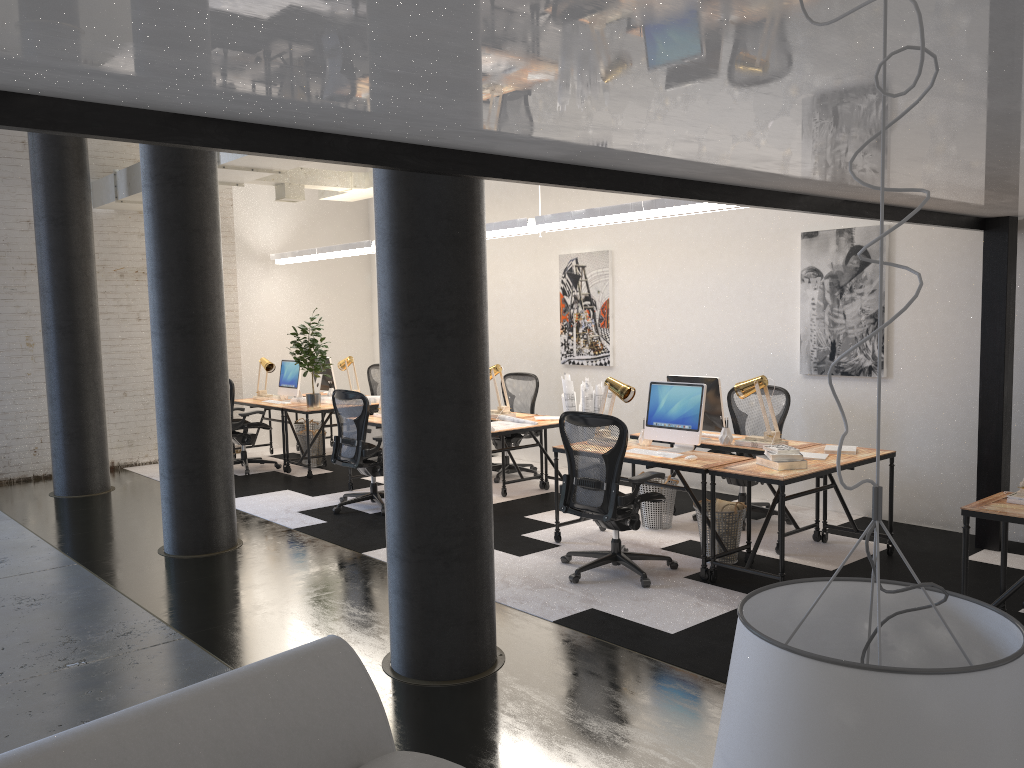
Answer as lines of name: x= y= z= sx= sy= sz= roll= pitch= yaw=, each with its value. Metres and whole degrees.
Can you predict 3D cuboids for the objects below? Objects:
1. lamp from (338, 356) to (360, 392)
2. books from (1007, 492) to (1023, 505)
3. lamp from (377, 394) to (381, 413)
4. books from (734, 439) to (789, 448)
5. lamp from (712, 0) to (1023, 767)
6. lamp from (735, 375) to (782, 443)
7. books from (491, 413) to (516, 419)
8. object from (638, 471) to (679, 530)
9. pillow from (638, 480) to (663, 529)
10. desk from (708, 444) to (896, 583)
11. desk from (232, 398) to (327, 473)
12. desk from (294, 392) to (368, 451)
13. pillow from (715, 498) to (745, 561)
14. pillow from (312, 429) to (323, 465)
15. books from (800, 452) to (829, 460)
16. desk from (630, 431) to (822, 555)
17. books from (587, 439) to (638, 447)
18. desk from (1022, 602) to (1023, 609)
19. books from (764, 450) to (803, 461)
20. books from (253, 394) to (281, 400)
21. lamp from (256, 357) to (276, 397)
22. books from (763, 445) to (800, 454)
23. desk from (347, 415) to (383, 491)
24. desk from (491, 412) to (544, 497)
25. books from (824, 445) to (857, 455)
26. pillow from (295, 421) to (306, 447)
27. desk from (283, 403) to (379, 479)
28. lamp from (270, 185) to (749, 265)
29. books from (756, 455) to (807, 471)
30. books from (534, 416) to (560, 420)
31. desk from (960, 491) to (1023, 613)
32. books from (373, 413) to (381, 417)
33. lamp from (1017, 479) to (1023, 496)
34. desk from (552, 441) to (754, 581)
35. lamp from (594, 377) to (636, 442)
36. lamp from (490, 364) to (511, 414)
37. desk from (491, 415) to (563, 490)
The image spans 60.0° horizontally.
lamp: x=-1.940 y=-0.100 z=10.555 sx=0.126 sy=0.470 sz=0.344 roll=-6 pitch=7 yaw=-40
books: x=2.626 y=0.567 z=4.336 sx=0.225 sy=0.038 sz=0.308 roll=-5 pitch=6 yaw=-41
lamp: x=-1.183 y=0.056 z=8.659 sx=0.127 sy=0.470 sz=0.344 roll=-6 pitch=7 yaw=-40
books: x=1.791 y=0.423 z=6.371 sx=0.225 sy=0.038 sz=0.308 roll=-5 pitch=6 yaw=-41
lamp: x=0.439 y=-0.039 z=1.057 sx=0.436 sy=1.349 sz=0.435 roll=-4 pitch=6 yaw=-27
lamp: x=1.773 y=0.169 z=6.403 sx=0.127 sy=0.470 sz=0.344 roll=-6 pitch=7 yaw=-40
books: x=-0.144 y=0.295 z=8.522 sx=0.225 sy=0.038 sz=0.308 roll=-5 pitch=6 yaw=-41
object: x=1.148 y=0.916 z=7.020 sx=0.353 sy=0.435 sz=0.358 roll=-6 pitch=7 yaw=-44
pillow: x=1.086 y=0.935 z=6.974 sx=0.119 sy=0.407 sz=0.239 roll=-6 pitch=7 yaw=-40
desk: x=1.919 y=0.850 z=5.789 sx=1.400 sy=0.725 sz=0.529 roll=-5 pitch=7 yaw=-41
desk: x=-2.759 y=0.568 z=10.394 sx=0.529 sy=0.725 sz=1.400 roll=-6 pitch=6 yaw=-41
desk: x=-2.115 y=0.509 z=10.941 sx=0.529 sy=0.725 sz=1.400 roll=-6 pitch=6 yaw=-41
pillow: x=1.476 y=0.997 z=6.088 sx=0.119 sy=0.407 sz=0.239 roll=-6 pitch=7 yaw=-40
pillow: x=-2.238 y=0.728 z=10.239 sx=0.119 sy=0.407 sz=0.239 roll=-6 pitch=7 yaw=-40
books: x=1.951 y=0.473 z=5.848 sx=0.243 sy=0.019 sz=0.205 roll=1 pitch=5 yaw=26
desk: x=1.599 y=0.778 z=6.789 sx=0.529 sy=0.725 sz=1.400 roll=-6 pitch=6 yaw=-41
books: x=0.745 y=0.430 z=6.588 sx=0.225 sy=0.038 sz=0.308 roll=-5 pitch=6 yaw=-41
desk: x=3.480 y=0.915 z=4.538 sx=0.529 sy=0.725 sz=1.400 roll=-6 pitch=6 yaw=-41
books: x=1.697 y=0.439 z=5.550 sx=0.193 sy=0.044 sz=0.257 roll=-1 pitch=5 yaw=6
books: x=-2.969 y=0.161 z=10.739 sx=0.225 sy=0.038 sz=0.308 roll=-5 pitch=6 yaw=-41
lamp: x=-2.963 y=-0.085 z=10.659 sx=0.126 sy=0.470 sz=0.344 roll=-6 pitch=7 yaw=-41
books: x=1.681 y=0.408 z=5.546 sx=0.153 sy=0.030 sz=0.184 roll=-2 pitch=5 yaw=-13
desk: x=-0.979 y=0.709 z=8.393 sx=0.529 sy=0.725 sz=1.400 roll=-6 pitch=6 yaw=-41
desk: x=-0.336 y=0.650 z=8.940 sx=0.529 sy=0.725 sz=1.400 roll=-6 pitch=6 yaw=-41
books: x=2.239 y=0.448 z=6.041 sx=0.200 sy=0.024 sz=0.235 roll=1 pitch=5 yaw=22
pillow: x=-2.628 y=0.666 z=11.126 sx=0.119 sy=0.407 sz=0.239 roll=-6 pitch=7 yaw=-40
desk: x=-1.795 y=0.582 z=9.940 sx=1.400 sy=0.725 sz=0.529 roll=-5 pitch=7 yaw=-41
lamp: x=-0.601 y=-2.733 z=8.370 sx=0.226 sy=2.868 sz=7.297 roll=-6 pitch=7 yaw=-41
books: x=1.679 y=0.488 z=5.536 sx=0.200 sy=0.050 sz=0.271 roll=-2 pitch=5 yaw=-14
books: x=0.335 y=0.318 z=8.248 sx=0.243 sy=0.019 sz=0.205 roll=-2 pitch=5 yaw=-4
desk: x=2.836 y=0.973 z=3.991 sx=0.529 sy=0.725 sz=1.400 roll=-6 pitch=6 yaw=-41
books: x=-1.189 y=0.302 z=8.739 sx=0.225 sy=0.038 sz=0.308 roll=-5 pitch=6 yaw=-41
lamp: x=2.632 y=0.321 z=4.256 sx=0.126 sy=0.470 sz=0.344 roll=-6 pitch=7 yaw=-40
desk: x=0.956 y=0.836 z=6.242 sx=0.529 sy=0.725 sz=1.400 roll=-6 pitch=6 yaw=-41
lamp: x=0.752 y=0.184 z=6.508 sx=0.126 sy=0.470 sz=0.344 roll=-6 pitch=7 yaw=-40
lamp: x=-0.162 y=0.041 z=8.554 sx=0.127 sy=0.470 sz=0.344 roll=-6 pitch=7 yaw=-40
desk: x=-0.016 y=0.723 z=7.939 sx=1.400 sy=0.725 sz=0.529 roll=-5 pitch=7 yaw=-41
